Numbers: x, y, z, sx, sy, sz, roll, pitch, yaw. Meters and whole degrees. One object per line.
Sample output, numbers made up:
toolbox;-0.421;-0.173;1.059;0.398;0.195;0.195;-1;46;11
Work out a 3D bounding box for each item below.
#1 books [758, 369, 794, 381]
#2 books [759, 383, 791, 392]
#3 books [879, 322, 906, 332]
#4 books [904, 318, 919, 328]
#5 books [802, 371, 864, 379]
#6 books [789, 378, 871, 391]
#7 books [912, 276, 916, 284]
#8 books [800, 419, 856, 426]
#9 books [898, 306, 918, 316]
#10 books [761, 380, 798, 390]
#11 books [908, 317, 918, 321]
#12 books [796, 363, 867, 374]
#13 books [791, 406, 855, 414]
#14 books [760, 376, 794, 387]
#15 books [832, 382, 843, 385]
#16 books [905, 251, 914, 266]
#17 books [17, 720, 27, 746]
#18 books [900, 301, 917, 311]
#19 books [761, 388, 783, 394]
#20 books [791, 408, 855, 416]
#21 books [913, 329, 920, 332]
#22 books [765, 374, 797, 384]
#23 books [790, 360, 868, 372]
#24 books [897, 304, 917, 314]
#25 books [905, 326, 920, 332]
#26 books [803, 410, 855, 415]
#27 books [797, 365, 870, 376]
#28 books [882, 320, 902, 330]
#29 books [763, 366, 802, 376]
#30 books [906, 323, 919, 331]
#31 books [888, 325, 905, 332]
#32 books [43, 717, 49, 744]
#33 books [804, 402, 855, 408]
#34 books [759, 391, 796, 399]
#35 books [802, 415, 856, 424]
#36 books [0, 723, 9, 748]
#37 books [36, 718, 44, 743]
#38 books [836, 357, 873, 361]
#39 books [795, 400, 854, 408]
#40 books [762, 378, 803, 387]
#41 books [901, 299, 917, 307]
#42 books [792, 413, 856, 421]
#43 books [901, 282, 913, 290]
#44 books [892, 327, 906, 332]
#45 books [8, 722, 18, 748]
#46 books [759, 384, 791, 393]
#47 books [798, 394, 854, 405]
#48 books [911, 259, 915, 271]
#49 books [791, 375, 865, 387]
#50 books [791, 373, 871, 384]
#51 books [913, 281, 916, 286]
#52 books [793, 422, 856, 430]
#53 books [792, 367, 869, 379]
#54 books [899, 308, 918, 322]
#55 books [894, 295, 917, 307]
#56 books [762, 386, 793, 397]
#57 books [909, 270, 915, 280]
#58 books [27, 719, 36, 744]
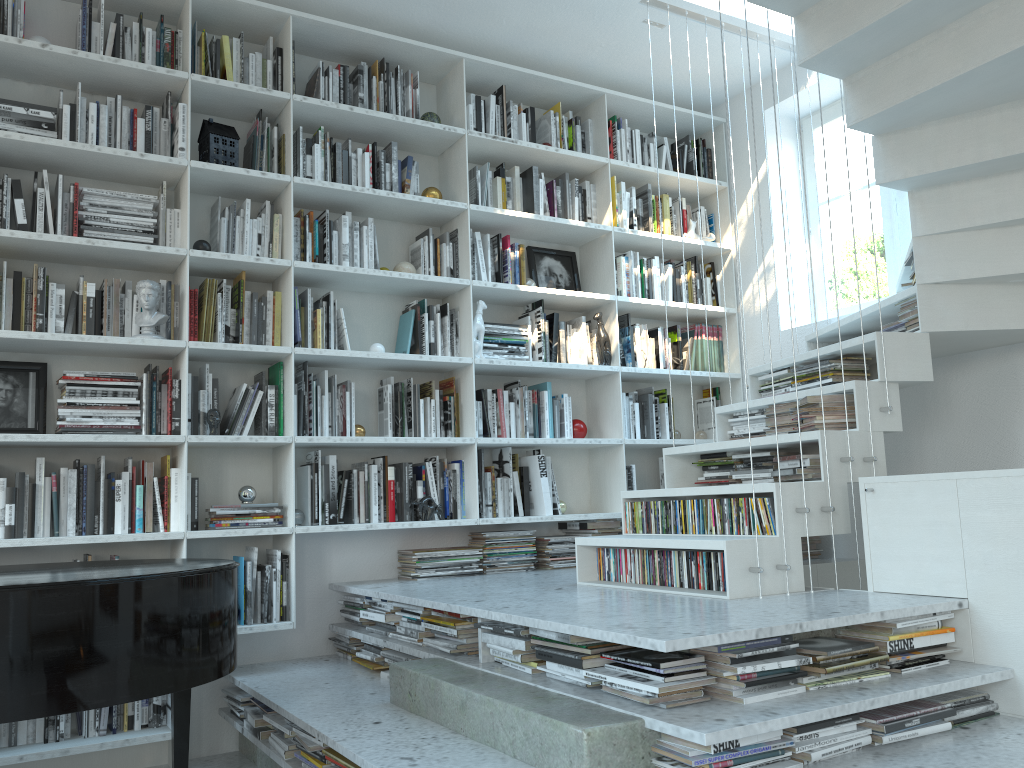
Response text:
books;1.234;-0.038;3.920;0.190;0.015;0.230;0;-8;-16
books;1.238;0.013;3.914;0.170;0.006;0.268;1;-8;-19
books;1.655;-0.237;3.648;0.192;0.006;0.299;-1;-8;-5
books;1.660;-0.245;3.396;0.238;0.018;0.173;-2;-8;-3
books;1.311;-0.031;3.630;0.154;0.014;0.197;0;-8;-17
books;1.295;0.005;3.619;0.182;0.013;0.287;0;-8;-16
books;1.663;-0.411;3.369;0.250;0.017;0.181;-5;-8;19
books;1.210;0.145;3.311;0.222;0.011;0.180;-2;-8;1
books;1.658;-0.286;3.408;0.290;0.006;0.149;-2;-8;-1
books;1.239;0.005;3.916;0.171;0.011;0.232;1;-8;-19
books;1.658;-0.256;3.408;0.208;0.008;0.144;-1;-8;-10
books;1.303;-0.061;3.632;0.174;0.009;0.240;1;-8;-21
books;1.208;0.095;3.304;0.295;0.007;0.146;-3;-8;4
books;1.240;-0.011;3.918;0.168;0.005;0.292;0;-8;-12
books;1.323;0.018;3.628;0.130;0.014;0.250;0;-8;-17
books;1.657;-0.490;3.371;0.283;0.012;0.175;-4;-8;14
books;-1.772;1.169;3.207;0.030;0.234;0.138;2;-8;-30
books;1.656;-0.301;3.424;0.262;0.016;0.132;-1;-8;-7
books;1.249;0.025;3.916;0.152;0.005;0.293;0;-8;-18
books;1.208;0.102;3.303;0.295;0.007;0.146;-2;-8;0
books;1.659;-0.203;3.413;0.210;0.015;0.130;-2;-8;-3
books;1.260;-0.022;3.925;0.136;0.017;0.298;0;-8;-14
books;1.295;-0.072;3.630;0.191;0.013;0.244;1;-8;-19
books;1.657;-0.292;3.411;0.285;0.007;0.160;-2;-8;-4
books;1.661;-0.217;3.394;0.241;0.008;0.168;-2;-8;-2
books;1.209;0.114;3.317;0.231;0.011;0.172;-3;-8;6
books;1.313;-0.051;3.634;0.144;0.011;0.257;1;-9;-23
books;1.653;-0.248;3.649;0.182;0.016;0.199;-1;-8;-9
books;1.243;-0.053;3.925;0.165;0.014;0.236;0;-8;-13
books;1.660;-0.229;3.393;0.223;0.015;0.180;-1;-8;-6
books;1.669;-0.229;3.648;0.161;0.012;0.254;-1;-8;-6
books;-1.701;1.145;3.235;0.013;0.284;0.185;2;-8;-30
books;1.208;0.086;3.322;0.184;0.016;0.179;-2;-8;-2
books;1.241;0.049;3.910;0.176;0.009;0.275;0;-8;-17
books;1.209;0.130;3.299;0.214;0.014;0.138;-2;-8;-3
books;-1.824;1.187;3.184;0.030;0.196;0.143;2;-9;-30
books;-1.722;1.186;3.231;0.024;0.203;0.144;2;-8;-30
books;1.321;-0.081;3.641;0.134;0.007;0.298;1;-8;-21
books;1.207;0.074;3.309;0.254;0.005;0.161;-2;-8;2
books;1.241;-0.005;3.918;0.162;0.008;0.290;-1;-8;-11
books;1.657;-0.316;3.403;0.266;0.008;0.163;-1;-8;-10
books;1.209;0.120;3.301;0.295;0.006;0.146;-3;-8;4
books;1.740;-0.395;3.634;0.226;0.013;0.284;-7;-9;32
books;1.657;-0.217;3.646;0.170;0.010;0.233;-1;-8;-10
books;-1.795;1.138;3.194;0.026;0.293;0.155;2;-8;-30
books;1.241;0.019;3.914;0.184;0.006;0.263;0;-8;-15
books;1.207;0.060;3.319;0.234;0.025;0.157;-3;-8;7
books;1.669;-0.471;3.399;0.250;0.017;0.135;-5;-8;19
books;1.293;-0.009;3.621;0.191;0.014;0.244;0;-8;-17
books;1.300;-0.020;3.625;0.187;0.009;0.261;1;-8;-20
books;1.669;-0.393;3.382;0.247;0.015;0.142;-5;-8;17
books;1.211;0.156;3.323;0.254;0.007;0.189;-2;-8;-3
books;1.300;-0.042;3.628;0.176;0.007;0.254;1;-9;-22
books;1.655;-0.273;3.395;0.262;0.023;0.200;-2;-8;-3
books;1.656;-0.322;3.418;0.300;0.007;0.159;-1;-8;-5
books;1.241;0.036;3.912;0.166;0.018;0.264;-1;-8;-11
books;1.662;-0.433;3.370;0.256;0.010;0.163;-4;-8;14
books;-1.747;1.157;3.223;0.028;0.260;0.132;2;-8;-30
